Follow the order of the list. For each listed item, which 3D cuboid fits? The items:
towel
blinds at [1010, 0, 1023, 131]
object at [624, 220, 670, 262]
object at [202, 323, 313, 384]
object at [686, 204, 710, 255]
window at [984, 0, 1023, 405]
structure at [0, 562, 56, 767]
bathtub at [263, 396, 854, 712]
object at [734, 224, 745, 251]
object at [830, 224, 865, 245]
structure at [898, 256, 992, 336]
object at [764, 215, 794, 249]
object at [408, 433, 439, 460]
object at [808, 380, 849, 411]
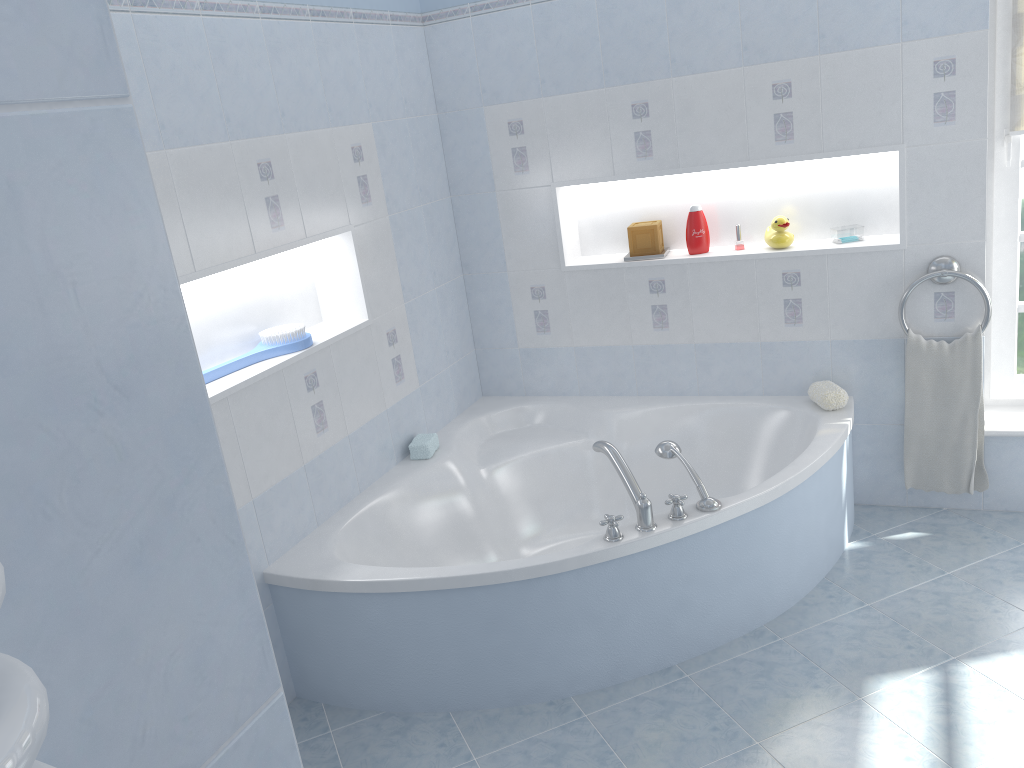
[{"bbox_3d":[1.544,0.099,3.154,0.280,0.635,0.083,0,19,25],"label":"towel"},{"bbox_3d":[1.871,-1.321,2.701,0.598,1.032,0.046,0,19,25],"label":"blinds"},{"bbox_3d":[0.533,-0.574,3.529,0.160,0.130,0.160,-2,18,19],"label":"object"},{"bbox_3d":[-0.847,-0.089,2.738,0.172,0.065,0.534,5,22,38],"label":"object"},{"bbox_3d":[0.713,-0.595,3.418,0.092,0.190,0.044,-8,17,0],"label":"object"},{"bbox_3d":[1.964,-0.897,2.885,0.758,2.067,0.142,0,19,25],"label":"window"},{"bbox_3d":[-0.243,0.375,0.118,0.138,0.950,0.524,0,19,25],"label":"structure"},{"bbox_3d":[0.276,0.425,3.022,1.596,0.670,1.578,0,19,25],"label":"bathtub"},{"bbox_3d":[0.867,-0.561,3.388,0.030,0.096,0.030,-9,17,-2],"label":"object"},{"bbox_3d":[1.227,-0.548,3.243,0.102,0.053,0.072,-8,17,1],"label":"object"},{"bbox_3d":[1.492,-0.273,3.063,0.291,0.332,0.051,0,19,25],"label":"structure"},{"bbox_3d":[0.994,-0.568,3.305,0.095,0.122,0.132,-11,17,-9],"label":"object"},{"bbox_3d":[-0.334,0.235,3.366,0.081,0.059,0.128,-5,17,12],"label":"object"},{"bbox_3d":[1.157,0.041,3.247,0.105,0.077,0.165,-9,17,-2],"label":"object"}]
